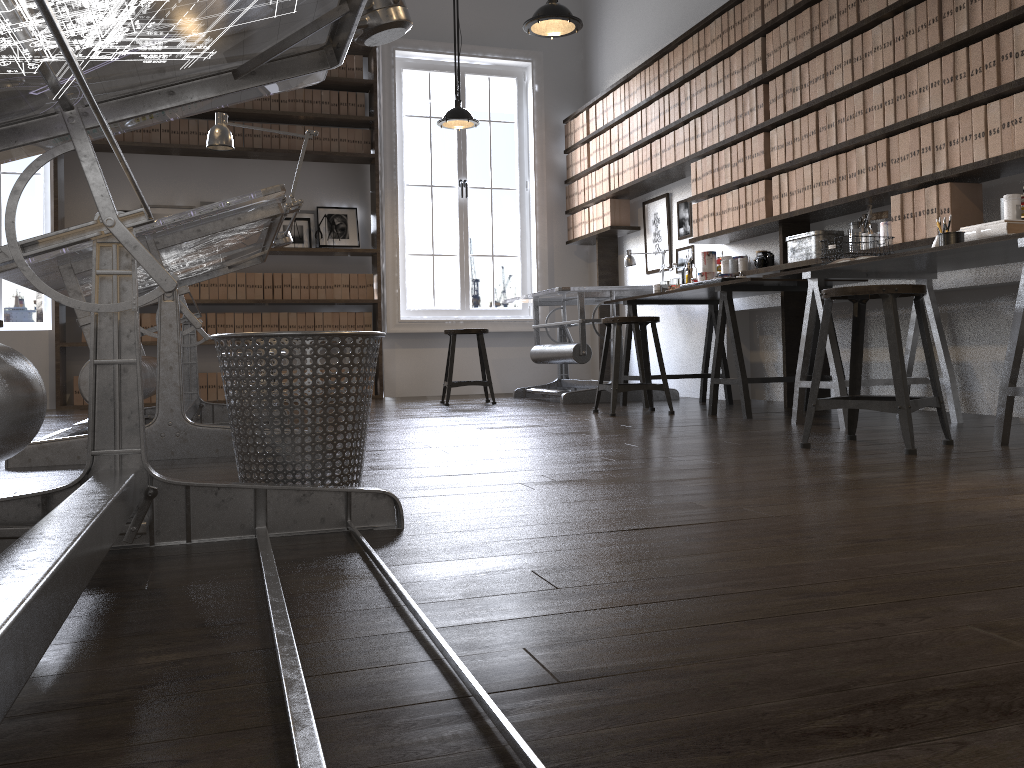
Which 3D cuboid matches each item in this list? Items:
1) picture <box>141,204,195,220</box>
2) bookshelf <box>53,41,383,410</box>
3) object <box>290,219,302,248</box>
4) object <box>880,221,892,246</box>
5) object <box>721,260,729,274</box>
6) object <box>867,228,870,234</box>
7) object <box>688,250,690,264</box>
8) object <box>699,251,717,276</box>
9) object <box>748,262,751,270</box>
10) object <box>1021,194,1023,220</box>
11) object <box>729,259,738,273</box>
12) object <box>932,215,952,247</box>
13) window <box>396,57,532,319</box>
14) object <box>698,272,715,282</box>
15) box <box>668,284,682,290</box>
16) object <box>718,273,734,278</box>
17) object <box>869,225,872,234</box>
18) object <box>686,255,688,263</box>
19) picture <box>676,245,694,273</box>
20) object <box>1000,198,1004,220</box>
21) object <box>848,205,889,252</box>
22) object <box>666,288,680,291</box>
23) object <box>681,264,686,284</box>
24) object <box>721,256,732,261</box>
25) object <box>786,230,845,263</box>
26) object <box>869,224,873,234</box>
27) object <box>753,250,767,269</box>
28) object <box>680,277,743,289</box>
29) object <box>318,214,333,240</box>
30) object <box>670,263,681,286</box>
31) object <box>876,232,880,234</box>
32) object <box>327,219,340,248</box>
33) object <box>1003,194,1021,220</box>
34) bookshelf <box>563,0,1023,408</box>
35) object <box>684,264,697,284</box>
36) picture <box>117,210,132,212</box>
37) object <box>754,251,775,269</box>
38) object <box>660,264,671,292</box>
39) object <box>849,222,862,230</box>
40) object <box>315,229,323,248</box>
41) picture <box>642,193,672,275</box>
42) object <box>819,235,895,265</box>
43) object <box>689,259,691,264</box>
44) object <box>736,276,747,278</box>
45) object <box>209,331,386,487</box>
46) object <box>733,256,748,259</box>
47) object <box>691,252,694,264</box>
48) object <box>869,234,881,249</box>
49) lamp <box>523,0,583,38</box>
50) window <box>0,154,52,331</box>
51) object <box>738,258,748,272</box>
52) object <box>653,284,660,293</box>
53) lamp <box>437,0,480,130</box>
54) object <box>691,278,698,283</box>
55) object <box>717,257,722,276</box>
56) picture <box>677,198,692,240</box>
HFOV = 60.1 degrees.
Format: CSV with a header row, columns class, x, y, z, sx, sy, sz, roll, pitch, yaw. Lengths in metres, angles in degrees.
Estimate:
class,x,y,z,sx,sy,sz,roll,pitch,yaw
picture,-2.779,-1.267,7.162,0.415,0.366,0.083,-1,-1,-18
bookshelf,-2.344,-0.986,7.263,2.474,3.727,0.412,-1,-1,-18
object,-1.792,-1.240,7.300,0.124,0.260,0.040,-1,-1,-18
object,1.797,-0.703,4.199,0.094,0.128,0.095,-1,0,-11
object,1.336,-0.720,5.519,0.062,0.094,0.062,-1,0,-32
object,1.733,-0.704,4.282,0.004,0.103,0.035,-1,-1,-22
object,1.102,-0.728,5.509,0.007,0.214,0.055,-2,-1,17
object,1.268,-0.765,5.722,0.107,0.177,0.106,-1,0,-16
object,1.453,-0.711,5.481,0.054,0.080,0.054,-1,0,9
object,2.028,-0.686,3.503,0.044,0.128,0.045,-1,-1,-18
object,1.371,-0.719,5.458,0.063,0.093,0.062,-1,0,-32
object,1.799,-0.598,3.701,0.101,0.209,0.101,-2,-1,27
window,-0.437,-1.694,7.824,1.245,2.312,0.153,-1,-1,-18
object,1.171,-0.599,5.327,0.104,0.142,0.105,-1,0,-25
box,1.087,-0.581,5.543,0.137,0.083,0.212,-2,1,-18
object,1.287,-0.596,5.314,0.094,0.128,0.095,-1,0,-14
object,1.745,-0.709,4.293,0.004,0.127,0.028,-1,-1,-20
object,1.107,-0.717,5.527,0.008,0.186,0.071,-1,-1,-17
picture,1.258,-0.902,6.423,0.023,0.183,0.251,-1,1,-18
object,1.994,-0.686,3.549,0.063,0.118,0.062,-2,-1,23
object,1.761,-0.786,4.435,0.156,0.272,0.181,-1,0,-34
object,0.966,-0.550,5.348,0.132,0.050,0.197,-1,2,11
object,1.128,-0.658,5.712,0.068,0.230,0.069,-1,-1,-21
object,1.370,-0.748,5.646,0.070,0.130,0.070,-1,-1,20
object,1.637,-0.734,4.789,0.193,0.152,0.317,-1,1,-18
object,1.751,-0.716,4.291,0.008,0.125,0.041,-1,-1,-29
object,1.462,-0.718,5.307,0.107,0.162,0.236,-2,0,38
object,1.129,-0.526,4.684,0.312,0.033,0.445,-2,2,-18
object,-1.555,-1.270,7.387,0.118,0.304,0.040,-1,-1,-18
object,1.048,-0.659,5.686,0.068,0.238,0.069,-1,-1,-21
object,1.815,-0.695,4.325,0.062,0.093,0.063,-2,0,34
object,-1.497,-1.251,7.434,0.110,0.262,0.040,-1,-1,-18
object,1.969,-0.684,3.483,0.062,0.119,0.062,-2,-1,32
bookshelf,2.080,-0.717,3.623,0.373,3.208,9.174,-1,1,-18
object,1.247,-0.695,5.509,0.345,0.146,0.077,-1,-1,5
picture,-3.122,-1.232,7.070,0.267,0.315,0.058,-1,-1,-18
object,1.467,-0.721,5.194,0.091,0.109,0.171,-1,1,-18
object,0.980,-0.653,5.664,0.068,0.230,0.069,-1,-1,-21
object,1.792,-0.743,4.593,0.079,0.188,0.078,-1,-1,-39
object,-1.600,-1.198,7.333,0.066,0.166,0.040,-1,-1,-18
picture,1.119,-1.147,6.813,0.040,0.575,0.415,-1,0,-18
object,1.567,-0.579,4.015,0.284,0.161,0.203,-2,1,-18
object,1.118,-0.699,5.511,0.005,0.152,0.044,-2,-2,42
object,1.337,-0.579,5.158,0.062,0.094,0.062,-2,0,31
object,-0.436,0.085,1.834,0.353,0.378,0.353,-1,0,4
object,1.437,-0.736,5.566,0.094,0.128,0.095,-1,0,12
object,1.117,-0.723,5.510,0.006,0.193,0.055,-1,-1,-19
object,1.812,-0.690,4.279,0.181,0.093,0.062,-1,0,-4
lamp,0.187,-2.969,4.609,0.313,2.255,0.310,0,-2,-38
window,-4.245,-1.568,6.718,1.483,2.500,0.153,-1,-1,-18
object,1.412,-0.718,5.405,0.062,0.094,0.062,-1,0,-32
object,0.947,-0.592,5.725,0.068,0.104,0.068,-1,0,-13
lamp,-0.415,-3.012,6.460,0.313,2.255,0.310,0,-2,-38
object,1.113,-0.586,5.378,0.049,0.112,0.049,-1,-1,-21
object,1.347,-0.749,5.713,0.051,0.140,0.050,-1,-1,-20
picture,1.256,-1.196,6.421,0.022,0.285,0.201,-1,0,-19
